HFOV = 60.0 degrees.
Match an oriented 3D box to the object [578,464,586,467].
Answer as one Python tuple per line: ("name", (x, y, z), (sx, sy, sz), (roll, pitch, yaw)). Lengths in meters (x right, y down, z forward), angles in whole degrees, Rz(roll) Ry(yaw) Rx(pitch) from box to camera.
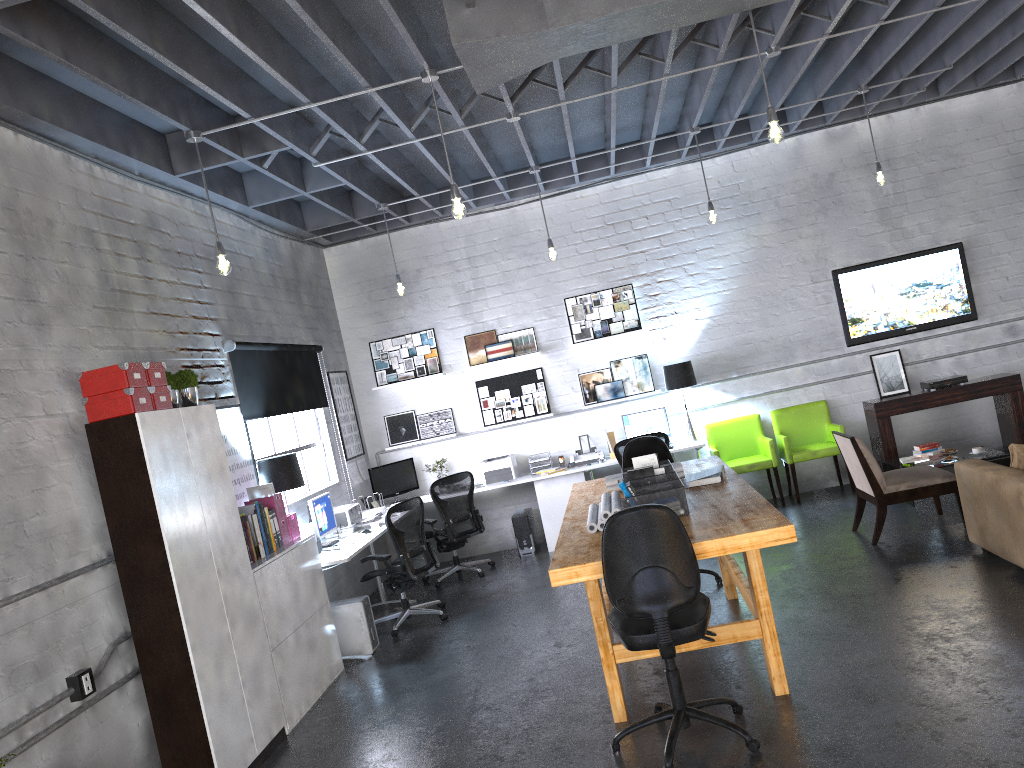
("object", (0.718, 0.842, 9.154), (0.011, 0.011, 0.125), (-11, 1, 45))

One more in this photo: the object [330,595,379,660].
("object", (-1.312, 1.893, 6.833), (0.478, 0.411, 0.200), (-12, 1, 7))

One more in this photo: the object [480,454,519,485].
("object", (-0.133, 0.911, 9.505), (0.351, 0.235, 0.350), (-12, 1, 7))

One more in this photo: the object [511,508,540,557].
("object", (0.144, 1.565, 9.388), (0.180, 0.411, 0.475), (-12, 1, 6))

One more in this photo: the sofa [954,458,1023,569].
("sofa", (4.153, 0.611, 5.468), (2.331, 0.629, 1.103), (-12, 1, 7))

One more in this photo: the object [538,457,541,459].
("object", (0.297, 0.788, 9.466), (0.011, 0.010, 0.126), (-12, 0, 16))

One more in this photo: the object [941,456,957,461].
("object", (3.881, 0.655, 7.871), (0.137, 0.031, 0.137), (-12, 0, 32))

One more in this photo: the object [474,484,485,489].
("object", (-0.344, 1.067, 9.263), (0.103, 0.021, 0.131), (-12, 0, -13))

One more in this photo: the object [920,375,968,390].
("object", (4.355, -0.011, 8.946), (0.371, 0.082, 0.266), (-12, 0, 7))

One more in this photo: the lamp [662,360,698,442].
("lamp", (1.797, 0.191, 9.216), (0.333, 0.832, 0.334), (-13, 1, -32))

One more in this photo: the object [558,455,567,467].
("object", (0.531, 0.824, 9.465), (0.093, 0.116, 0.067), (-12, 1, 7))

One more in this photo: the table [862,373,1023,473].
("table", (4.399, 0.441, 8.972), (1.411, 0.820, 0.403), (-12, 1, 7))

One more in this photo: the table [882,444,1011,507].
("table", (3.932, 0.812, 8.038), (0.873, 0.300, 0.872), (-12, 0, 10))

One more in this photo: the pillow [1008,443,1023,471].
("pillow", (3.330, 0.527, 5.522), (0.524, 0.403, 0.318), (-12, 1, 26))

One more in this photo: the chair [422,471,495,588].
("chair", (-0.647, 1.421, 8.822), (0.754, 1.032, 0.730), (-12, 1, 30))

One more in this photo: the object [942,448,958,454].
("object", (4.043, 0.614, 8.207), (0.151, 0.040, 0.151), (-12, 0, 24))

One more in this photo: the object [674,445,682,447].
("object", (1.701, 0.633, 9.064), (0.046, 0.009, 0.121), (-12, 0, -9))

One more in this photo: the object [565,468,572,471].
("object", (0.585, 0.875, 9.101), (0.008, 0.007, 0.141), (-12, 1, 41))

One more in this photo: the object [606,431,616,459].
("object", (1.055, 0.643, 9.346), (0.087, 0.259, 0.236), (-12, 1, 6))

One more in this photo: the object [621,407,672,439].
("object", (1.422, 0.483, 9.298), (0.465, 0.417, 0.211), (-12, 1, 12))

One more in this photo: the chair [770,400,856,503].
("chair", (3.067, 0.676, 9.070), (0.611, 0.921, 0.515), (-12, 1, 7))

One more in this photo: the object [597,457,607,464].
("object", (0.920, 0.780, 9.095), (0.095, 0.050, 0.095), (-12, 1, -25))

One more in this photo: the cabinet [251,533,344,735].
("cabinet", (-1.623, 1.653, 5.952), (0.466, 1.021, 1.151), (-12, 1, 6))

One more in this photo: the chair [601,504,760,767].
("chair", (0.666, 1.096, 4.117), (0.659, 1.165, 0.686), (-12, 1, 5))

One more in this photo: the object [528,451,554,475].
("object", (0.308, 0.844, 9.448), (0.229, 0.181, 0.316), (-12, 1, 7))

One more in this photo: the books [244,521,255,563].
("books", (-1.739, 1.020, 5.634), (0.161, 0.266, 0.026), (-12, 1, 7))

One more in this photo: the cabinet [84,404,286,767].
("cabinet", (-1.748, 1.161, 4.900), (0.291, 2.048, 0.872), (-12, 1, 6))

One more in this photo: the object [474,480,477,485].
("object", (-0.429, 1.068, 9.582), (0.105, 0.052, 0.023), (-12, 1, 7))

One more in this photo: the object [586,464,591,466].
("object", (0.785, 0.827, 9.098), (0.017, 0.016, 0.076), (-13, 1, -34))

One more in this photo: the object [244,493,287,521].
("object", (-1.730, 0.881, 6.227), (0.214, 0.177, 0.161), (-12, 1, 7))

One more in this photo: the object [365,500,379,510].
("object", (-1.432, 1.241, 9.088), (0.156, 0.141, 0.088), (-12, 1, 21))

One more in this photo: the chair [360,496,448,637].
("chair", (-0.974, 1.500, 7.395), (0.753, 1.032, 0.731), (-12, 1, 10))

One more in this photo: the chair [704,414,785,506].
("chair", (2.392, 0.821, 9.150), (0.611, 0.921, 0.515), (-12, 1, 7))

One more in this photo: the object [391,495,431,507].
("object", (-1.044, 1.215, 9.212), (0.421, 0.028, 0.181), (-12, 0, -33))

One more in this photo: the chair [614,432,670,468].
("chair", (1.281, 1.006, 8.747), (0.731, 1.032, 0.753), (-13, 1, -25))

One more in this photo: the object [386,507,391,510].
("object", (-1.256, 1.269, 9.035), (0.048, 0.012, 0.111), (-12, 0, -14))

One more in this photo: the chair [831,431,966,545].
("chair", (3.037, 0.734, 6.985), (0.725, 0.842, 0.574), (-12, 1, 7))

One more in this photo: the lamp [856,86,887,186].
("lamp", (3.181, -2.184, 7.832), (0.104, 0.878, 0.104), (-13, 2, -40))

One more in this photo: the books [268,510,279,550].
("books", (-1.723, 1.015, 6.043), (0.219, 0.267, 0.060), (-12, 1, 12))

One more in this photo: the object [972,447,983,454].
("object", (4.119, 0.588, 7.849), (0.080, 0.052, 0.077), (-13, 1, -35))

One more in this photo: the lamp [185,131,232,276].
("lamp", (-1.835, -1.089, 5.383), (0.104, 0.878, 0.104), (-12, 1, 7))

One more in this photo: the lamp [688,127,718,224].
("lamp", (1.735, -1.873, 8.004), (0.104, 0.878, 0.104), (-12, 1, 7))

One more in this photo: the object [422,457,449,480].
("object", (-0.798, 0.988, 9.614), (0.296, 0.363, 0.271), (-13, 1, -38))

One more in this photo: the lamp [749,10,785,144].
("lamp", (1.407, -1.786, 4.997), (0.104, 0.878, 0.104), (-12, 1, 7))

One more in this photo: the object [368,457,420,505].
("object", (-1.265, 1.057, 9.490), (0.147, 0.427, 0.558), (-11, 1, 43))

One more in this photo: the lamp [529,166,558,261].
("lamp", (0.294, -1.564, 8.175), (0.104, 0.878, 0.104), (-12, 1, 7))

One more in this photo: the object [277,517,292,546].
("object", (-1.692, 1.054, 6.231), (0.214, 0.177, 0.161), (-12, 1, 7))

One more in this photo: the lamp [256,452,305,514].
("lamp", (-1.699, 0.959, 6.728), (0.333, 0.832, 0.334), (-13, 1, -32))

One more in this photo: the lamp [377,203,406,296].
("lamp", (-1.129, -1.258, 8.345), (0.104, 0.878, 0.104), (-12, 1, 7))

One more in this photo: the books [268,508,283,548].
("books", (-1.717, 1.011, 6.103), (0.220, 0.271, 0.082), (-12, 1, 7))

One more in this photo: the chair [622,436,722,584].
("chair", (1.128, 0.983, 6.642), (0.659, 1.165, 0.686), (-12, 1, 5))

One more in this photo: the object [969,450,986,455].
("object", (4.122, 0.611, 7.848), (0.131, 0.016, 0.131), (-12, 0, 13))

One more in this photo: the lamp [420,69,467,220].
("lamp", (-0.395, -1.398, 5.211), (0.104, 0.878, 0.104), (-12, 1, 7))

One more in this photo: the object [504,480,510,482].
("object", (-0.051, 1.007, 9.191), (0.075, 0.016, 0.017), (-12, 1, 32))

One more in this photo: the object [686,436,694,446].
("object", (1.794, 0.576, 8.945), (0.069, 0.083, 0.090), (-12, 1, 6))

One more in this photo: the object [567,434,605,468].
("object", (0.759, 0.696, 9.387), (0.405, 0.280, 0.399), (-12, 1, 7))

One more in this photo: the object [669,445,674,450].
("object", (1.610, 0.639, 8.992), (0.058, 0.036, 0.114), (-12, 0, 22))
